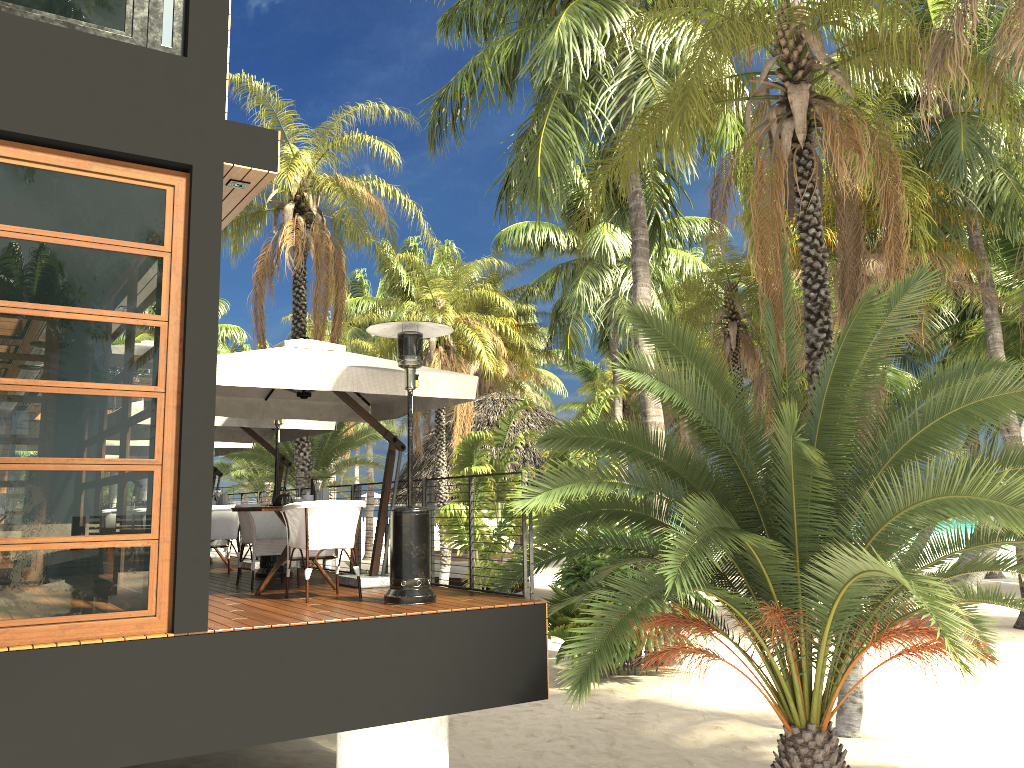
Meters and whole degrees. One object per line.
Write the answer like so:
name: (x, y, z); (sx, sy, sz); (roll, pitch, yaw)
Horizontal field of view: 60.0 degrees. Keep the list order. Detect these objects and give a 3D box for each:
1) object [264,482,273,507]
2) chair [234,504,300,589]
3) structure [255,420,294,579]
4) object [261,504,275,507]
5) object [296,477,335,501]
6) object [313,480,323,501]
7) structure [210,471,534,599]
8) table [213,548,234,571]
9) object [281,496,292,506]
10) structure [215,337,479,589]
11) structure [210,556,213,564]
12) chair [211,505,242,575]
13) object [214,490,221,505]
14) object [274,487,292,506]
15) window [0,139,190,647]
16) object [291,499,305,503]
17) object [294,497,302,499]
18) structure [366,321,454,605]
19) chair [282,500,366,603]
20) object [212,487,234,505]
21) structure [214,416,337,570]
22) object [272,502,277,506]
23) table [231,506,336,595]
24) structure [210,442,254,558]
object: (-2.241, 1.012, 8.143); (0.082, 0.227, 0.082); (4, -10, -31)
chair: (-2.377, 1.559, 8.627); (0.627, 0.790, 0.615); (4, -10, -31)
structure: (-2.582, 1.001, 9.727); (0.698, 2.199, 0.698); (8, -12, -44)
object: (-2.201, 1.136, 8.284); (0.294, 0.025, 0.170); (4, -9, -32)
object: (-1.807, 0.992, 8.161); (0.263, 0.265, 0.263); (-3, -9, 12)
object: (-1.734, 0.972, 7.916); (0.082, 0.227, 0.082); (4, -10, -31)
structure: (-6.969, 2.901, 17.903); (0.163, 1.156, 26.211); (5, -10, -32)
table: (-3.775, 1.902, 10.792); (0.931, 0.751, 0.929); (4, -10, -32)
object: (-1.979, 1.031, 7.780); (0.086, 0.086, 0.086); (3, -9, -28)
structure: (-1.935, 0.714, 8.197); (2.412, 2.339, 2.408); (4, -10, -32)
structure: (-4.411, 1.424, 12.551); (0.698, 2.199, 0.698); (8, -12, -44)
chair: (-3.367, 1.782, 10.111); (0.627, 0.790, 0.615); (4, -10, -31)
object: (-3.570, 1.396, 10.751); (0.082, 0.227, 0.082); (4, -10, -31)
object: (-2.058, 1.015, 7.995); (0.168, 0.179, 0.162); (5, -10, -34)
window: (-16.423, -5.352, 19.732); (38.376, 18.015, 14.463); (-7, -10, 34)
object: (-1.895, 1.051, 7.852); (0.116, 0.065, 0.116); (3, -9, -28)
object: (-1.995, 1.098, 8.260); (0.086, 0.086, 0.086); (3, -9, -28)
structure: (-0.801, 0.590, 6.979); (0.698, 2.199, 0.698); (8, -12, -44)
chair: (-1.535, 1.359, 7.283); (0.627, 0.790, 0.615); (4, -10, -31)
object: (-3.644, 1.416, 10.996); (0.263, 0.265, 0.263); (-3, -9, 12)
structure: (-3.753, 1.133, 11.003); (2.412, 2.339, 2.408); (4, -10, -32)
object: (-2.158, 1.105, 8.127); (0.080, 0.042, 0.080); (-5, -9, 26)
table: (-1.952, 1.481, 7.978); (0.931, 0.751, 0.929); (4, -10, -32)
structure: (-5.571, 1.553, 13.809); (2.412, 2.339, 2.408); (4, -10, -32)
